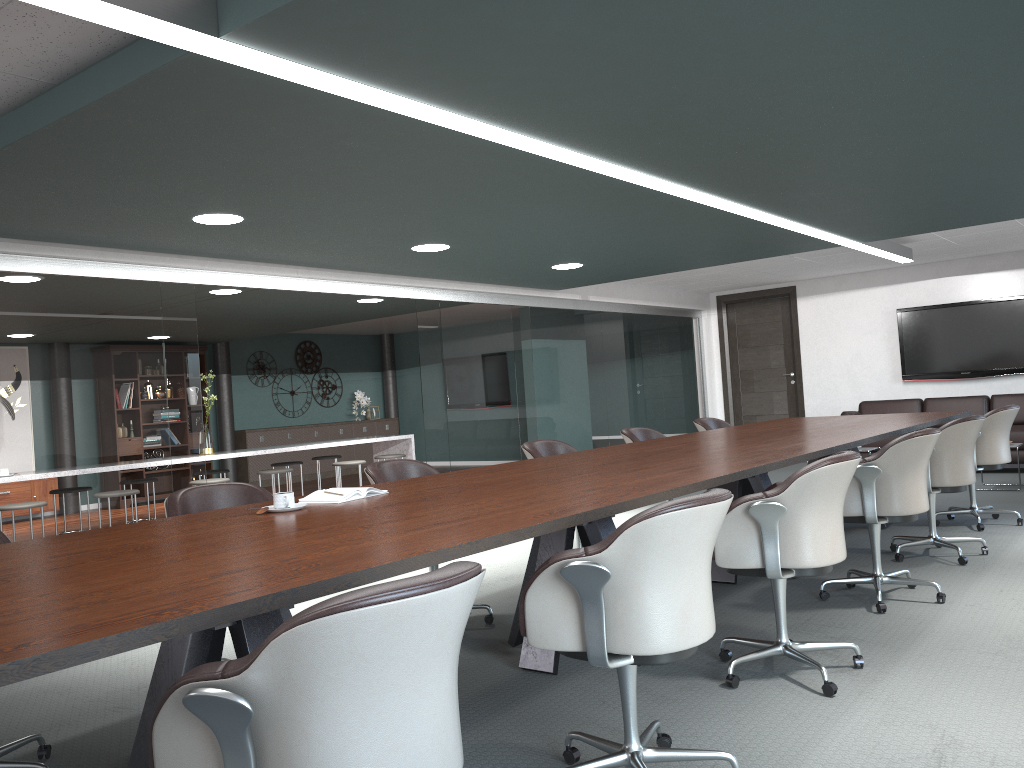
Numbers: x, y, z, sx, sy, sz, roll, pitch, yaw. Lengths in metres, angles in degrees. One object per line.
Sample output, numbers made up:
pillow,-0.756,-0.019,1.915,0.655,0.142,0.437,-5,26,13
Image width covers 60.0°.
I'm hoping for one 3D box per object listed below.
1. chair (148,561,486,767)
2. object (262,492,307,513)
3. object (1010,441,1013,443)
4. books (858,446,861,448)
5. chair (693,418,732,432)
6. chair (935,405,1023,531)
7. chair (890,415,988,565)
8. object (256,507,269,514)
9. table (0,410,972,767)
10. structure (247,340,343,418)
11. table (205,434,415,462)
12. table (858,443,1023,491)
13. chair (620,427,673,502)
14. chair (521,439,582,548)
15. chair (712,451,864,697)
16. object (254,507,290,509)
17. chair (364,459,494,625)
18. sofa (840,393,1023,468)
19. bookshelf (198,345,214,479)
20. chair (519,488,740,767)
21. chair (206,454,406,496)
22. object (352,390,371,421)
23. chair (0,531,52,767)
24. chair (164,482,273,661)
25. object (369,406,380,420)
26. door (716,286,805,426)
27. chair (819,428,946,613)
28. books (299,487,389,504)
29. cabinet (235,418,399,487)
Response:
chair,-0.278,0.681,1.475,0.518,0.761,0.535,-5,-1,44
object,-0.736,0.380,2.861,0.146,0.056,0.146,-3,-1,-28
object,3.986,0.494,7.343,0.281,0.028,0.281,-3,-1,-40
books,3.044,0.564,7.916,0.118,0.011,0.090,-3,-1,-34
chair,1.673,0.631,6.764,0.518,0.761,0.535,-5,-1,44
chair,3.003,0.525,5.715,0.518,0.761,0.535,-5,-1,44
chair,2.319,0.558,4.843,0.523,0.761,0.533,-4,-1,23
object,-0.786,0.399,2.796,0.044,0.021,0.041,-4,-1,30
table,0.730,0.682,4.121,1.374,0.706,6.694,-5,-1,38
structure,-3.267,-0.079,13.505,0.017,1.178,1.791,-5,-1,38
table,-2.671,0.974,7.900,0.609,0.699,4.577,-5,-1,38
table,3.648,0.716,7.760,1.477,0.359,0.926,-5,-1,38
chair,0.999,0.663,5.879,0.523,0.761,0.533,-4,-1,19
chair,0.336,0.695,5.035,0.518,0.761,0.535,-5,-1,44
chair,0.962,0.622,3.093,0.523,0.761,0.533,-4,-1,14
object,-0.775,0.400,2.823,0.155,0.012,0.034,-4,-1,15
chair,-0.398,0.730,4.086,0.518,0.761,0.535,-5,-1,44
sofa,4.595,0.469,7.827,1.976,0.728,4.057,-4,-1,-9
bookshelf,-4.559,0.510,11.343,0.482,1.984,1.339,-5,-1,38
chair,0.326,0.653,2.269,0.523,0.761,0.533,-4,-1,19
chair,-2.693,1.071,7.959,1.479,0.512,4.029,-5,-1,37
object,-2.403,0.337,14.232,0.221,0.495,0.600,-4,-1,12
chair,-1.598,0.787,2.536,0.518,0.761,0.535,-5,-1,44
chair,-1.018,0.759,3.285,0.535,0.761,0.518,-3,-1,-32
object,-2.224,0.467,14.325,0.174,0.207,0.042,-3,-1,-33
door,3.140,-0.099,11.094,1.038,2.130,0.139,-5,-1,38
chair,1.672,0.588,3.995,0.518,0.761,0.535,-5,-1,44
books,-0.592,0.386,3.124,0.180,0.032,0.285,-4,-1,28
cabinet,-5.759,1.153,9.855,0.402,0.820,12.287,-5,-1,38
